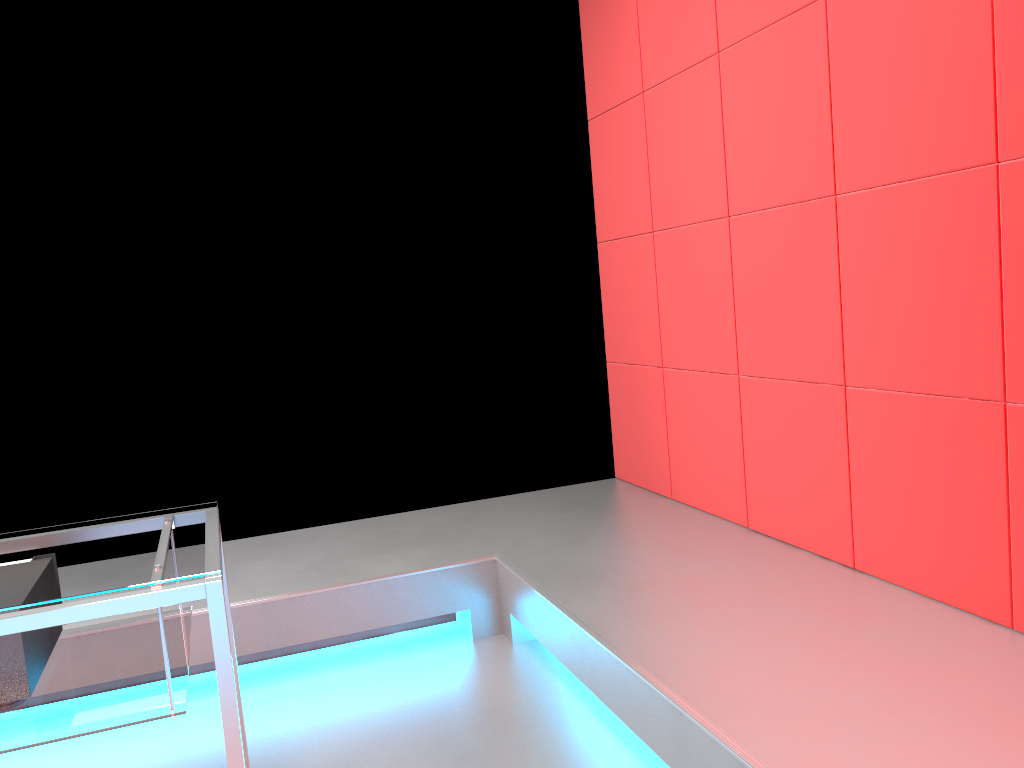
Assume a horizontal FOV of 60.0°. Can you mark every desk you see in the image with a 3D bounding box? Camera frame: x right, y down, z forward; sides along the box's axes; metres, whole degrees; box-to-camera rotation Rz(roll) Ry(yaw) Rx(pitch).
[{"bbox_3d":[-1.208,0.693,1.409,1.617,0.690,0.594,-7,6,-18],"label":"desk"}]

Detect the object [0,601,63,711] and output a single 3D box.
[{"bbox_3d":[-1.038,0.452,1.519,0.431,0.158,0.371,-7,6,-18],"label":"object"}]
